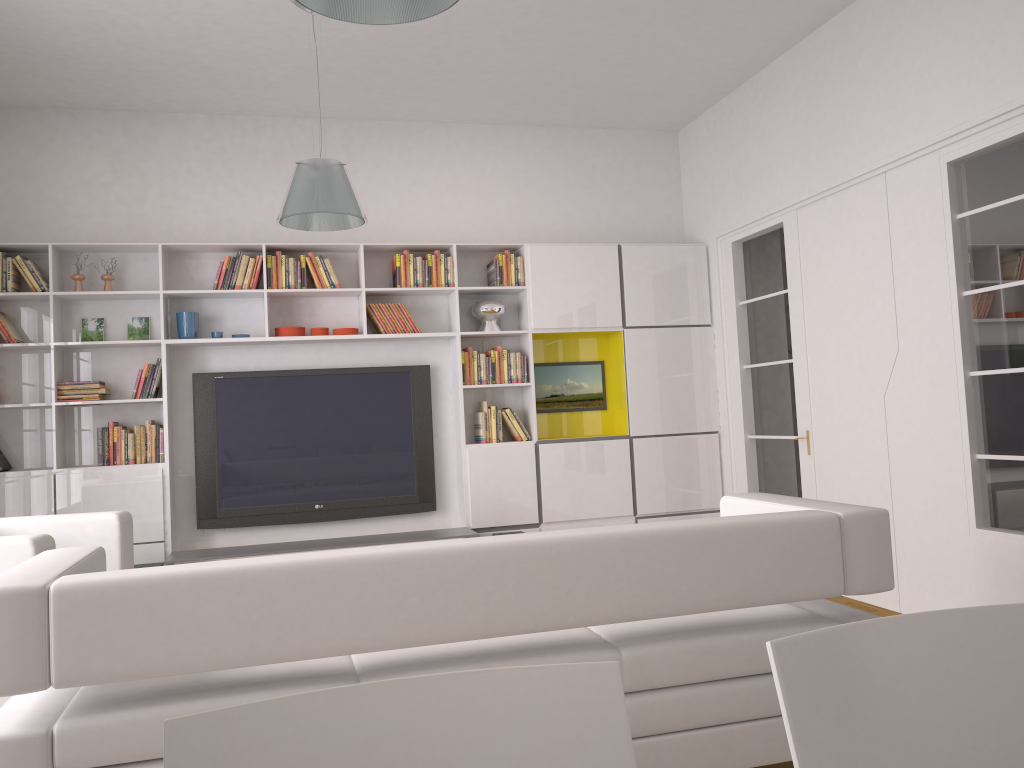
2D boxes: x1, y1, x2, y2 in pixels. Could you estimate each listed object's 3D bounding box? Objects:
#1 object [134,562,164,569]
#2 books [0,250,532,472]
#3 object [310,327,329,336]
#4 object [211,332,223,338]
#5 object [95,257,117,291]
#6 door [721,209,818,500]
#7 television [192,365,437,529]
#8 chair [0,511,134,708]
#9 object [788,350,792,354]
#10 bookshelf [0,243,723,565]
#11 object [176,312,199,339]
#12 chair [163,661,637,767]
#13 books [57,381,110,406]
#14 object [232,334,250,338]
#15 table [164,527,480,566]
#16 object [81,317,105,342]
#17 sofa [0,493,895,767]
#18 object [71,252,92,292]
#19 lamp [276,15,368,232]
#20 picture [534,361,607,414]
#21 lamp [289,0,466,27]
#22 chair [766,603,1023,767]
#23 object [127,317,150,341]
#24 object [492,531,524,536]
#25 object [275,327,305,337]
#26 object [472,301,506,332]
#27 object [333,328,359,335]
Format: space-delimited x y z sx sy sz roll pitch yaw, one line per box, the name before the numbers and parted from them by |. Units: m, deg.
object | -2.285 1.331 5.520 0.211 0.392 0.216 -2 -3 -15
books | -1.769 -0.220 6.178 3.863 1.457 0.235 -2 -3 -15
object | -1.366 -0.359 6.303 0.128 0.073 0.129 -2 -3 -19
object | -2.032 -0.329 6.111 0.078 0.056 0.078 -3 -3 10
object | -2.770 -0.726 5.997 0.179 0.260 0.119 -3 -3 5
door | 1.804 0.111 6.192 0.139 2.457 1.007 -2 -3 -15
television | -1.388 0.437 6.336 1.660 1.089 0.082 -2 -3 -15
chair | -2.211 0.982 3.844 0.801 0.912 1.095 -3 -3 -5
object | 2.597 0.333 6.857 0.885 2.007 0.588 -3 -3 5
bookshelf | -1.036 0.251 6.376 5.366 2.483 0.389 -2 -3 -15
object | -2.218 -0.389 6.065 0.147 0.193 0.147 -2 -3 -26
chair | -0.026 0.770 0.667 0.561 0.932 0.574 -2 -3 -15
books | -2.840 0.063 5.887 0.284 0.153 0.207 -2 -3 -15
object | -1.880 -0.323 6.151 0.124 0.032 0.123 -2 -2 -29
table | -1.212 1.266 5.848 1.973 0.435 0.437 -2 -3 -15
object | -2.847 -0.359 6.020 0.144 0.190 0.051 -2 -3 -15
sofa | -0.143 0.883 2.843 2.623 0.850 0.821 -2 -3 -15
object | -2.882 -0.732 5.950 0.120 0.279 0.179 -2 -3 -10
lamp | -1.011 -1.458 4.616 0.464 1.251 0.464 -2 -3 -16
picture | 0.441 0.023 6.892 0.609 0.388 0.007 -2 -3 -15
lamp | -0.357 -1.581 2.164 0.464 1.251 0.464 -2 -3 -16
chair | 0.612 0.743 0.839 0.561 0.932 0.574 -2 -3 -15
object | -2.568 -0.370 6.095 0.144 0.190 0.051 -2 -3 -15
object | 0.001 1.236 6.136 0.211 0.392 0.216 -2 -3 -15
object | -1.563 -0.357 6.250 0.210 0.073 0.211 -1 -3 -40
object | -0.171 -0.493 6.627 0.256 0.239 0.256 -3 -3 -7
object | -1.187 -0.364 6.331 0.182 0.054 0.182 -2 -2 -19
